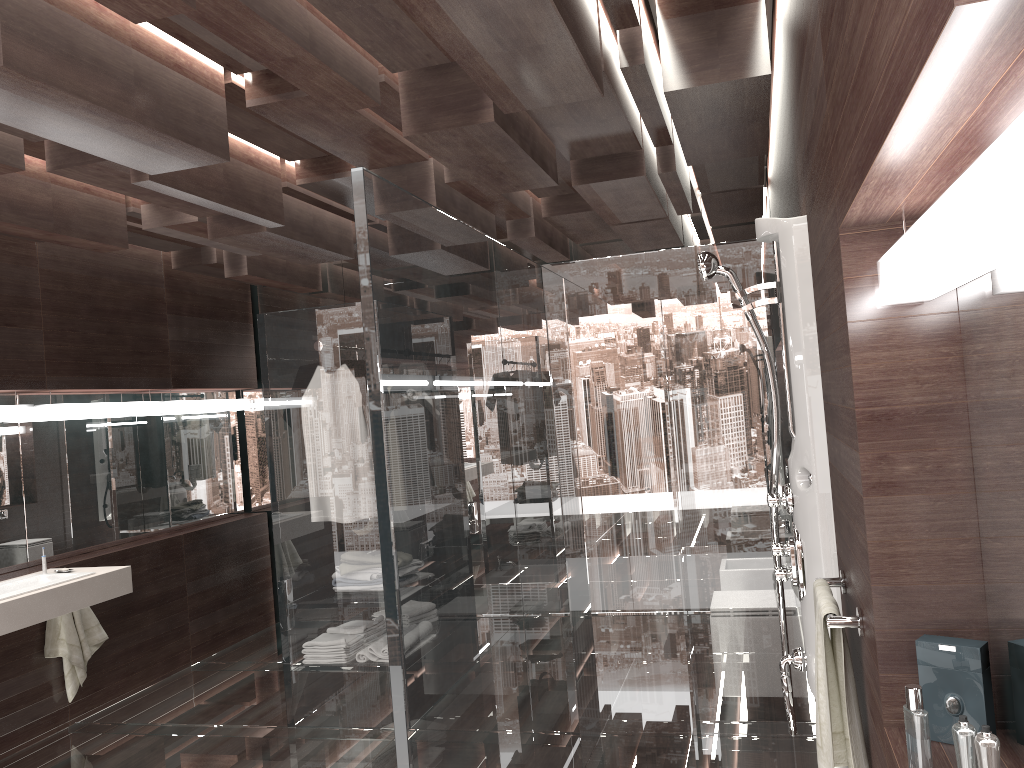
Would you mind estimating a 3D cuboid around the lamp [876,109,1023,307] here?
[{"bbox_3d":[0.574,-0.184,1.134,0.082,0.082,0.950,-5,-1,15],"label":"lamp"}]

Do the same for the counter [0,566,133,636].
[{"bbox_3d":[-2.387,0.990,3.539,0.488,0.131,1.954,-5,-1,15],"label":"counter"}]

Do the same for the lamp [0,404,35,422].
[{"bbox_3d":[-2.635,0.149,4.138,0.082,0.082,0.950,-5,-1,15],"label":"lamp"}]

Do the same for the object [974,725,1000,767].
[{"bbox_3d":[0.631,0.536,1.168,0.033,0.172,0.030,-3,-2,-44],"label":"object"}]

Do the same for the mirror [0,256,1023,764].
[{"bbox_3d":[-0.735,0.330,3.615,4.126,0.916,5.081,-5,-1,15],"label":"mirror"}]

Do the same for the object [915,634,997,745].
[{"bbox_3d":[0.770,0.533,1.539,0.105,0.173,0.048,-6,-2,43],"label":"object"}]

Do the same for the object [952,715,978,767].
[{"bbox_3d":[0.622,0.537,1.208,0.030,0.172,0.033,-4,-1,-21],"label":"object"}]

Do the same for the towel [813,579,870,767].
[{"bbox_3d":[0.745,0.698,2.087,0.097,0.414,0.352,-5,-1,8],"label":"towel"}]

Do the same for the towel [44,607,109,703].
[{"bbox_3d":[-2.236,1.291,4.584,0.156,0.678,0.368,-5,-1,15],"label":"towel"}]

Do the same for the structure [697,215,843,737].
[{"bbox_3d":[0.823,0.288,2.663,0.354,1.560,0.323,-6,-2,36],"label":"structure"}]

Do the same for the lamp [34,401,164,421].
[{"bbox_3d":[-2.358,0.150,5.138,0.082,0.082,0.950,-5,-1,15],"label":"lamp"}]

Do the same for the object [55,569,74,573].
[{"bbox_3d":[-2.211,0.924,4.375,0.108,0.011,0.065,-6,-2,37],"label":"object"}]

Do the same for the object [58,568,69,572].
[{"bbox_3d":[-2.212,0.917,4.374,0.066,0.016,0.035,-6,-2,35],"label":"object"}]

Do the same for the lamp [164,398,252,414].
[{"bbox_3d":[-2.089,0.151,6.111,0.082,0.082,0.950,-5,-1,15],"label":"lamp"}]

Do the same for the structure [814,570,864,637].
[{"bbox_3d":[0.762,0.509,2.085,0.071,0.061,0.455,-5,-1,15],"label":"structure"}]

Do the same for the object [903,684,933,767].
[{"bbox_3d":[0.653,0.557,1.428,0.027,0.139,0.052,-5,-1,0],"label":"object"}]

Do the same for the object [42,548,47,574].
[{"bbox_3d":[-2.306,0.871,4.371,0.022,0.132,0.022,-4,-2,-37],"label":"object"}]

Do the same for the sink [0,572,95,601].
[{"bbox_3d":[-2.297,0.861,3.980,0.427,0.193,0.681,-5,-1,15],"label":"sink"}]
